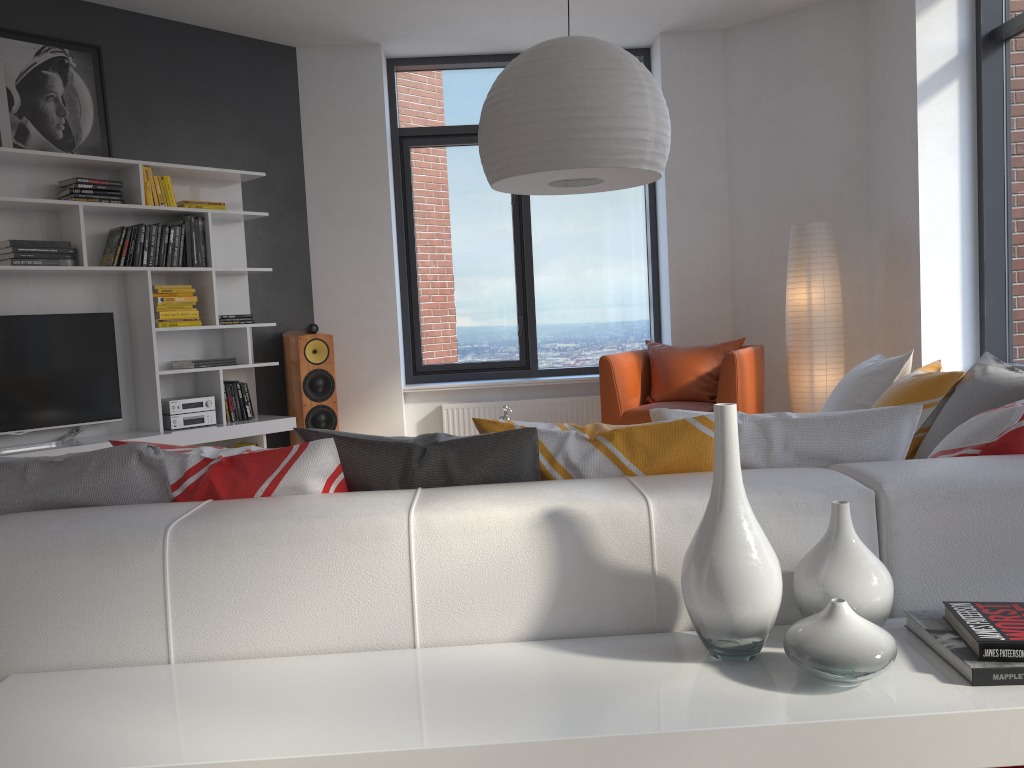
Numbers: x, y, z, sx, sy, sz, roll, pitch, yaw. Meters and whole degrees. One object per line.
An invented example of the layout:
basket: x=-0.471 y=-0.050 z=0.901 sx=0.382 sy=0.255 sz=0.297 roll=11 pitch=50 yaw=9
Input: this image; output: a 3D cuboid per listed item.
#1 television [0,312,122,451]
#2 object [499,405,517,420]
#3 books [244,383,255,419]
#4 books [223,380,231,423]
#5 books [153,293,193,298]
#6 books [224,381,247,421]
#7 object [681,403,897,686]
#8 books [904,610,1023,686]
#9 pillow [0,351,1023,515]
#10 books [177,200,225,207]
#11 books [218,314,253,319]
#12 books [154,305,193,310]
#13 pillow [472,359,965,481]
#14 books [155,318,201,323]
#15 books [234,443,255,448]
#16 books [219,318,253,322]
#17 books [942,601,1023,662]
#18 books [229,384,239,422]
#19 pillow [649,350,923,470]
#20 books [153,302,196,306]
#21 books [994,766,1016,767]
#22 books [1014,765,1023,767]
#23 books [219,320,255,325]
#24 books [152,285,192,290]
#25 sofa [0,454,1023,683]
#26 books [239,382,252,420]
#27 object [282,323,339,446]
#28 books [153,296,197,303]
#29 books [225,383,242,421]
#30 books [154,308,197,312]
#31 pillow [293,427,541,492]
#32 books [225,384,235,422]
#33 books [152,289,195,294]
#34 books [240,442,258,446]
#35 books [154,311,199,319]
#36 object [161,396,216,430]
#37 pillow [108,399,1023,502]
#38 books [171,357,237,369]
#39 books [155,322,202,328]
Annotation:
television: x=-2.661 y=-0.013 z=4.734 sx=0.207 sy=0.704 sz=1.102 roll=1 pitch=6 yaw=43
object: x=-0.103 y=0.219 z=3.507 sx=0.330 sy=0.265 sz=0.330 roll=-1 pitch=4 yaw=22
books: x=-1.736 y=0.108 z=5.680 sx=0.179 sy=0.233 sz=0.077 roll=1 pitch=6 yaw=43
books: x=-1.840 y=0.106 z=5.542 sx=0.202 sy=0.268 sz=0.053 roll=1 pitch=6 yaw=43
books: x=-2.062 y=-0.534 z=5.352 sx=0.227 sy=0.022 sz=0.160 roll=-5 pitch=5 yaw=-31
books: x=-1.762 y=0.105 z=5.616 sx=0.193 sy=0.255 sz=0.066 roll=1 pitch=6 yaw=42
object: x=0.425 y=0.226 z=1.386 sx=0.316 sy=0.398 sz=0.319 roll=-1 pitch=4 yaw=22
books: x=0.800 y=0.395 z=1.356 sx=0.300 sy=0.026 sz=0.245 roll=-3 pitch=4 yaw=3
pillow: x=0.162 y=0.230 z=2.318 sx=2.953 sy=0.453 sz=0.647 roll=-4 pitch=4 yaw=-14
books: x=-1.928 y=-1.095 z=5.440 sx=0.257 sy=0.024 sz=0.203 roll=-7 pitch=6 yaw=-44
books: x=-1.771 y=-0.423 z=5.595 sx=0.213 sy=0.023 sz=0.161 roll=-7 pitch=6 yaw=-43
books: x=-2.056 y=-0.459 z=5.334 sx=0.217 sy=0.023 sz=0.145 roll=-7 pitch=6 yaw=-43
pillow: x=0.777 y=0.202 z=2.552 sx=0.630 sy=0.440 sz=2.095 roll=1 pitch=6 yaw=45
books: x=-2.046 y=-0.381 z=5.349 sx=0.257 sy=0.024 sz=0.203 roll=-7 pitch=6 yaw=-44
books: x=-1.682 y=0.513 z=5.610 sx=0.204 sy=0.270 sz=0.029 roll=1 pitch=6 yaw=43
books: x=-1.761 y=-0.403 z=5.585 sx=0.142 sy=0.015 sz=0.198 roll=1 pitch=6 yaw=41
books: x=0.799 y=0.370 z=1.329 sx=0.238 sy=0.027 sz=0.188 roll=-2 pitch=4 yaw=11
books: x=-1.793 y=0.118 z=5.577 sx=0.170 sy=0.236 sz=0.049 roll=1 pitch=6 yaw=43
pillow: x=0.965 y=0.156 z=2.807 sx=0.580 sy=0.456 sz=2.156 roll=-1 pitch=5 yaw=24
books: x=-2.062 y=-0.480 z=5.353 sx=0.171 sy=0.019 sz=0.239 roll=1 pitch=6 yaw=43
books: x=0.663 y=0.643 z=1.402 sx=0.301 sy=0.032 sz=0.227 roll=-3 pitch=4 yaw=-2
books: x=0.871 y=0.701 z=1.366 sx=0.134 sy=0.248 sz=0.192 roll=-3 pitch=4 yaw=-2
books: x=-1.757 y=-0.384 z=5.585 sx=0.213 sy=0.023 sz=0.161 roll=-7 pitch=6 yaw=-43
books: x=-2.079 y=-0.580 z=5.361 sx=0.223 sy=0.023 sz=0.163 roll=-7 pitch=6 yaw=-43
sofa: x=0.163 y=0.468 z=2.824 sx=3.424 sy=0.732 sz=2.614 roll=-3 pitch=4 yaw=-2
books: x=-1.735 y=0.108 z=5.633 sx=0.177 sy=0.242 sz=0.066 roll=1 pitch=6 yaw=43
object: x=-1.367 y=0.140 z=5.978 sx=0.290 sy=1.088 sz=0.434 roll=-6 pitch=5 yaw=-32
books: x=-2.055 y=-0.506 z=5.358 sx=0.239 sy=0.033 sz=0.176 roll=-7 pitch=6 yaw=-44
books: x=-1.773 y=0.112 z=5.588 sx=0.169 sy=0.242 sz=0.050 roll=1 pitch=6 yaw=42
books: x=-2.064 y=-0.442 z=5.356 sx=0.251 sy=0.014 sz=0.189 roll=-7 pitch=6 yaw=-44
pillow: x=0.596 y=0.235 z=2.010 sx=2.120 sy=0.436 sz=0.608 roll=-3 pitch=4 yaw=-6
books: x=-1.815 y=0.119 z=5.564 sx=0.189 sy=0.240 sz=0.053 roll=1 pitch=6 yaw=43
books: x=-2.055 y=-0.557 z=5.354 sx=0.223 sy=0.023 sz=0.163 roll=-7 pitch=6 yaw=-43
books: x=-1.671 y=0.510 z=5.636 sx=0.213 sy=0.270 sz=0.025 roll=1 pitch=6 yaw=43
books: x=-2.050 y=-0.414 z=5.350 sx=0.189 sy=0.042 sz=0.243 roll=1 pitch=6 yaw=43
object: x=-1.989 y=0.172 z=5.371 sx=0.270 sy=0.174 sz=0.285 roll=1 pitch=6 yaw=43
pillow: x=0.272 y=0.279 z=1.992 sx=2.250 sy=0.449 sz=0.575 roll=-3 pitch=4 yaw=-5
books: x=-1.908 y=-0.130 z=5.493 sx=0.250 sy=0.047 sz=0.310 roll=0 pitch=5 yaw=38
books: x=-2.036 y=-0.355 z=5.347 sx=0.257 sy=0.028 sz=0.194 roll=-7 pitch=6 yaw=-42
